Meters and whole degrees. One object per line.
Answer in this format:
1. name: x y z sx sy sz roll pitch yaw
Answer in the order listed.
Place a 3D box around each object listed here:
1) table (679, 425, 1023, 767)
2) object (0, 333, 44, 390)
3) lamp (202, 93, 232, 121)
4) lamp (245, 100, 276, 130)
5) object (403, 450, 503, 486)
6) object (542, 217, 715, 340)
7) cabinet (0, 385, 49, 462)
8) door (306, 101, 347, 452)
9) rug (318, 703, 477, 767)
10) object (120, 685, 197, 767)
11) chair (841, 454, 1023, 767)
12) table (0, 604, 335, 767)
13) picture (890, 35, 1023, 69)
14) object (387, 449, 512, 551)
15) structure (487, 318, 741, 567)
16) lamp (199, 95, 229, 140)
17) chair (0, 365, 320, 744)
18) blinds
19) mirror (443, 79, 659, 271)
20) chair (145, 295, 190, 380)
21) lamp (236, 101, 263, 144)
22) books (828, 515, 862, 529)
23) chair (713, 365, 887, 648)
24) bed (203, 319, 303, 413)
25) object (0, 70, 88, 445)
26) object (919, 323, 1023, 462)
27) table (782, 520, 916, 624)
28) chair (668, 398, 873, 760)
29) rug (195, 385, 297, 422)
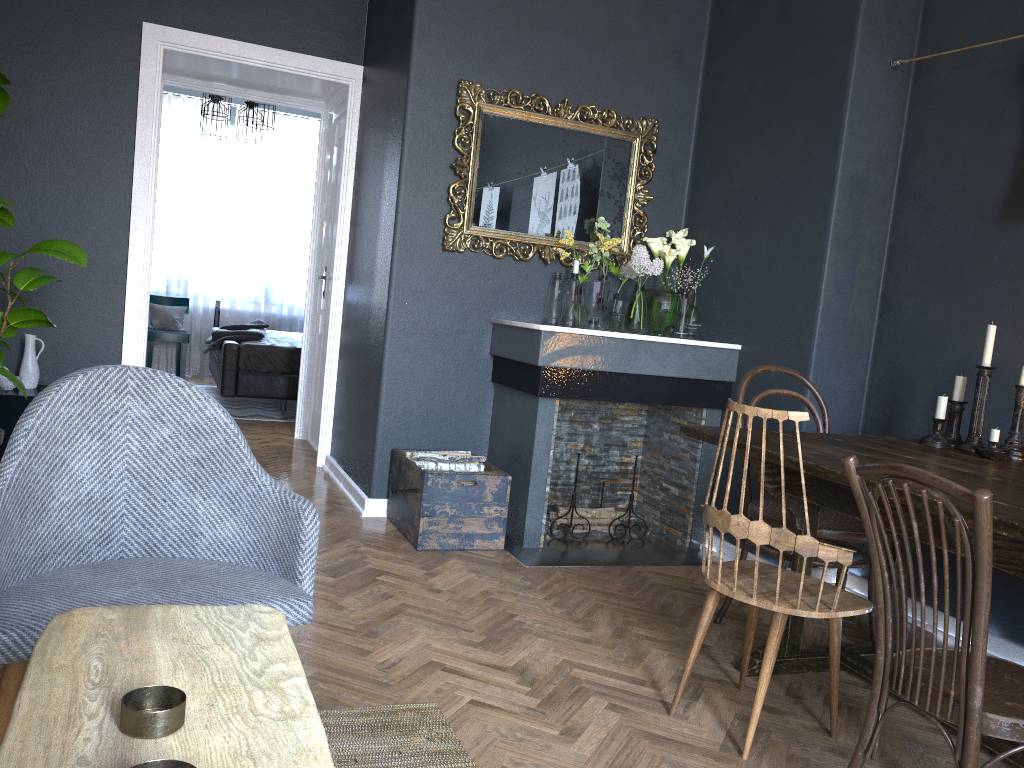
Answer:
1. table: 1.288 0.613 2.232 1.126 0.728 1.601 4 5 -22
2. object: -2.440 -0.115 4.292 0.228 0.268 0.228 7 5 12
3. lamp: -2.332 -2.480 7.061 0.210 0.715 0.209 5 6 -8
4. lamp: -1.937 -2.393 6.914 0.210 0.771 0.209 5 6 -8
5. object: -0.281 0.429 3.928 0.370 0.247 0.532 4 5 -21
6. object: 0.575 -0.518 4.215 0.727 0.547 0.473 4 5 -19
7. cabinet: -2.583 0.206 4.246 0.650 0.391 0.455 4 5 -22
8. door: -1.094 -0.654 5.552 0.162 2.190 0.855 4 6 -22
9. rug: -0.299 0.900 1.160 1.004 0.013 2.007 4 5 -22
10. object: -0.327 0.359 0.782 0.103 0.033 0.368 5 5 -11
11. chair: 0.868 0.565 1.695 0.467 0.821 0.362 4 6 -22
12. table: -0.381 0.633 0.945 0.339 0.551 0.786 4 5 -22
13. picture: 2.282 -0.660 1.515 0.058 0.772 4.449 4 5 -22
14. object: -0.293 0.504 3.933 0.383 0.326 0.551 4 5 -22
15. structure: 0.448 0.250 4.099 1.066 0.982 0.832 4 6 -22
16. lamp: -2.474 -2.475 7.427 0.210 0.805 0.209 5 6 -8
17. chair: -0.755 0.390 1.771 0.645 0.812 0.494 1 7 -43
18. blinds: -2.927 -1.459 9.195 3.994 2.793 0.312 4 6 -22
19. mirror: 0.206 -0.961 4.233 1.057 0.785 0.066 4 6 -22
20. chair: -3.400 -0.458 8.706 0.436 0.800 0.591 4 6 -22
21. lamp: -2.294 -2.517 7.823 0.210 0.748 0.209 5 6 -8
22. books: 1.283 0.536 3.428 0.207 0.025 0.262 8 5 21
23. chair: 0.995 0.420 3.000 0.438 0.922 0.548 4 6 -19
24. bed: -1.488 -0.369 7.888 2.376 1.163 2.261 4 5 -22
25. object: -2.303 -0.457 3.483 1.118 1.902 0.762 3 6 -28
26. object: 1.485 0.009 2.813 0.223 0.420 0.367 4 6 -21
27. table: 1.284 0.721 3.435 0.364 0.318 0.369 4 5 -22
28. chair: 0.685 0.481 2.318 0.384 0.858 0.455 2 7 -36
29. rug: -2.013 0.175 7.724 1.459 0.013 2.041 4 5 -22
